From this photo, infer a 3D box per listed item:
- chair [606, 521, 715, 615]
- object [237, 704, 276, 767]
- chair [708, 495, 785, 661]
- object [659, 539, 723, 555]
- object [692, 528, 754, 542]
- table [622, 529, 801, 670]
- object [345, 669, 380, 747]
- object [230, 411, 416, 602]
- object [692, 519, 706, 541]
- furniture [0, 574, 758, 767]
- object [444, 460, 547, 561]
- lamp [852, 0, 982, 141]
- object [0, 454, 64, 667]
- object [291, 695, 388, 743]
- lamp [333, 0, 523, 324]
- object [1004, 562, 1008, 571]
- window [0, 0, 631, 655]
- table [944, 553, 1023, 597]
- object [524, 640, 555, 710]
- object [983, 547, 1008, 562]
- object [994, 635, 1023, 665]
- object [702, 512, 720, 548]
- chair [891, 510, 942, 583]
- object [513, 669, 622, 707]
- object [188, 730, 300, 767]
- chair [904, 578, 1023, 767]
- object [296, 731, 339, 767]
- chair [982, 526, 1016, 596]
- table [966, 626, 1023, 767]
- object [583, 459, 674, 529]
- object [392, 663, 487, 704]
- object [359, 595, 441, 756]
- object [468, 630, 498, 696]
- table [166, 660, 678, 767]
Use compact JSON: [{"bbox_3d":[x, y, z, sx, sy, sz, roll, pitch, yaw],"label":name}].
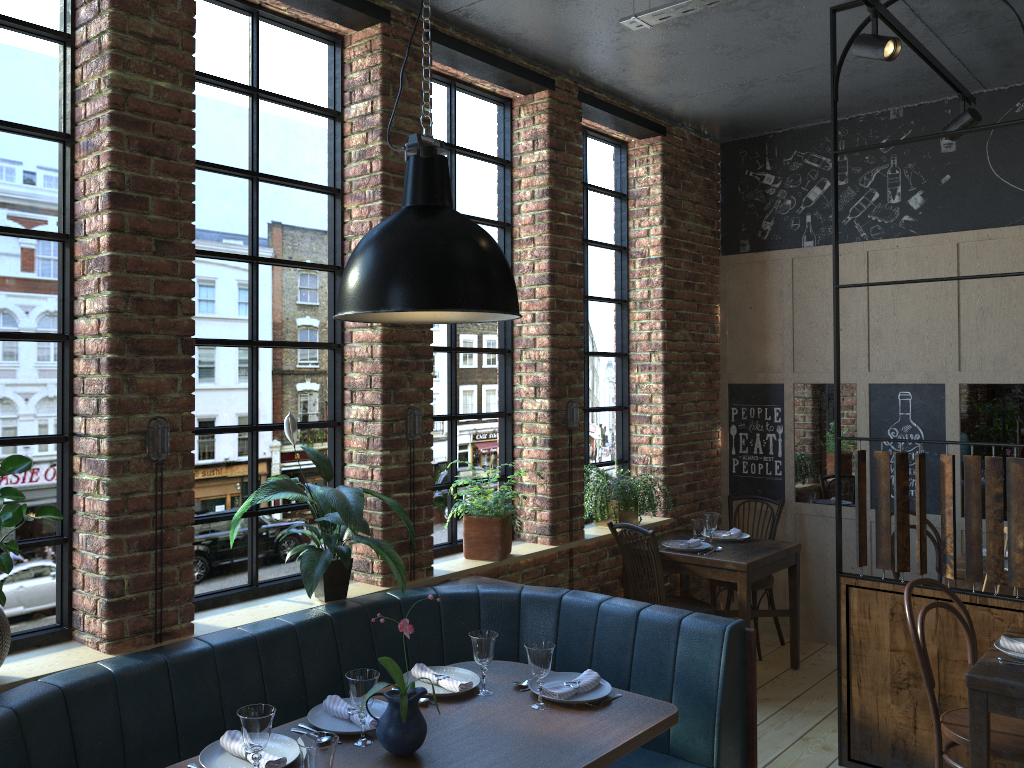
[{"bbox_3d":[0.832,1.195,4.772,0.501,0.915,0.421,0,-1,-30],"label":"chair"},{"bbox_3d":[-0.647,0.924,2.232,0.095,0.192,0.101,0,-1,-21],"label":"object"},{"bbox_3d":[1.464,1.186,5.552,0.423,0.915,0.498,-1,-1,35],"label":"chair"},{"bbox_3d":[0.995,0.902,4.953,0.340,0.051,0.257,0,1,44],"label":"object"},{"bbox_3d":[1.264,0.898,5.276,0.340,0.051,0.257,0,1,44],"label":"object"},{"bbox_3d":[1.153,1.289,5.084,0.786,0.727,0.715,-1,0,40],"label":"table"},{"bbox_3d":[-0.425,0.921,2.504,0.095,0.192,0.101,0,-1,-21],"label":"object"},{"bbox_3d":[-0.740,0.471,3.430,0.637,0.752,0.698,-1,-1,39],"label":"object"},{"bbox_3d":[1.109,0.865,5.222,0.081,0.119,0.088,0,-1,-32],"label":"object"},{"bbox_3d":[-0.464,1.266,2.665,1.430,0.822,2.489,0,0,40],"label":"furniture"},{"bbox_3d":[-0.123,0.605,4.320,0.444,0.483,0.435,0,0,-28],"label":"object"},{"bbox_3d":[2.687,-1.368,0.035,6.561,0.274,6.888,0,1,40],"label":"lamp"},{"bbox_3d":[-1.582,0.533,2.564,0.494,0.663,0.400,0,-1,-26],"label":"object"},{"bbox_3d":[-0.491,0.992,2.641,0.282,0.051,0.309,0,1,44],"label":"object"},{"bbox_3d":[-0.239,-0.846,2.481,0.507,1.327,0.551,0,-1,-32],"label":"lamp"},{"bbox_3d":[2.553,0.899,4.311,0.340,0.051,0.257,0,1,44],"label":"object"},{"bbox_3d":[-1.226,-0.320,1.773,3.474,2.430,8.443,0,0,4],"label":"window"},{"bbox_3d":[2.704,1.286,4.468,0.786,0.727,0.715,-1,0,40],"label":"table"},{"bbox_3d":[0.088,0.917,2.771,0.095,0.192,0.101,0,-1,-21],"label":"object"},{"bbox_3d":[2.580,0.896,4.700,0.282,0.051,0.310,0,0,39],"label":"object"},{"bbox_3d":[1.804,0.912,3.015,0.282,0.051,0.309,0,1,44],"label":"object"},{"bbox_3d":[1.127,0.830,4.994,0.100,0.192,0.096,-1,-1,11],"label":"object"},{"bbox_3d":[2.351,1.187,4.834,0.427,0.921,0.564,0,-1,-18],"label":"chair"},{"bbox_3d":[0.176,0.986,2.898,0.340,0.051,0.257,0,1,44],"label":"object"},{"bbox_3d":[-0.718,0.995,2.369,0.282,0.051,0.309,0,1,44],"label":"object"},{"bbox_3d":[1.716,1.202,3.131,0.420,0.921,0.573,0,-1,-33],"label":"chair"},{"bbox_3d":[-0.453,0.925,2.054,0.095,0.192,0.101,0,-1,-21],"label":"object"},{"bbox_3d":[2.434,1.155,4.151,0.557,1.006,0.433,-1,-1,27],"label":"chair"},{"bbox_3d":[2.001,1.301,2.875,0.786,0.727,0.715,-1,0,40],"label":"table"},{"bbox_3d":[0.647,0.650,5.157,0.522,0.369,0.578,0,0,40],"label":"object"},{"bbox_3d":[-0.252,0.988,2.941,0.282,0.051,0.309,0,1,44],"label":"object"},{"bbox_3d":[-0.313,0.803,2.432,0.209,0.431,0.142,0,-1,-30],"label":"object"},{"bbox_3d":[-0.094,0.917,2.892,0.095,0.192,0.101,0,-1,-21],"label":"object"},{"bbox_3d":[-0.252,1.347,2.471,0.862,0.661,1.467,0,0,40],"label":"table"}]
